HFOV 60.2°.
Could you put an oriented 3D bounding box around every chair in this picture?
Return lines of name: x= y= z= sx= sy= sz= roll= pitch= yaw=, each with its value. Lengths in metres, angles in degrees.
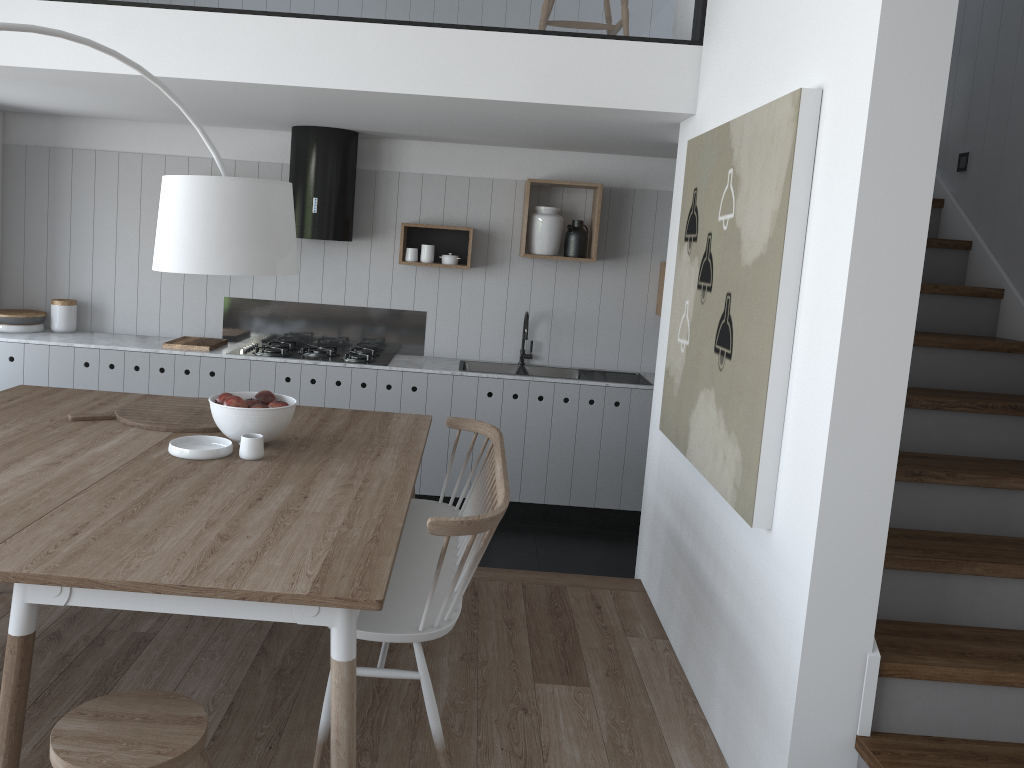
chair: x=-0.790 y=0.970 z=1.950 sx=0.426 sy=0.447 sz=0.492 roll=2 pitch=8 yaw=-15

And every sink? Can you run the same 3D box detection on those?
sink: x=0.248 y=0.006 z=5.556 sx=1.176 sy=0.165 sz=0.456 roll=4 pitch=9 yaw=0

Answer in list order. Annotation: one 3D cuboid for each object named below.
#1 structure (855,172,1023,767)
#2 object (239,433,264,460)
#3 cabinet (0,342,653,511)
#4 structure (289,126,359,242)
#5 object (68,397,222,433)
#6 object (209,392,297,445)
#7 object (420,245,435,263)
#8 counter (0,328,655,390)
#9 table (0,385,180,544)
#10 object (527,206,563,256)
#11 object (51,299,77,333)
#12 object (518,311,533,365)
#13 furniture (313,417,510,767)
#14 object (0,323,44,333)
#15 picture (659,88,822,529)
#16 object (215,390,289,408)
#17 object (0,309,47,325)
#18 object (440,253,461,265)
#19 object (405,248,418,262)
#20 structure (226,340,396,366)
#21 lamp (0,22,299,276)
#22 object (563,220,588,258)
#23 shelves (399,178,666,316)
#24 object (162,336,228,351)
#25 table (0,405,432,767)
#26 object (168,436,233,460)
structure: x=1.418 y=-0.015 z=3.388 sx=1.054 sy=2.616 sz=3.632 roll=4 pitch=8 yaw=-2
object: x=-0.893 y=0.216 z=3.032 sx=0.083 sy=0.078 sz=0.083 roll=4 pitch=8 yaw=-1
cabinet: x=-0.380 y=0.316 z=5.347 sx=6.118 sy=0.744 sz=0.010 roll=4 pitch=6 yaw=1
structure: x=-1.183 y=-1.343 z=5.535 sx=0.403 sy=0.864 sz=0.428 roll=-2 pitch=10 yaw=-44
object: x=-1.317 y=0.126 z=3.580 sx=0.610 sy=0.023 sz=0.666 roll=8 pitch=10 yaw=21
object: x=-0.947 y=0.138 z=3.223 sx=0.314 sy=0.163 sz=0.318 roll=4 pitch=9 yaw=-4
object: x=-0.535 y=-0.822 z=5.593 sx=0.086 sy=0.115 sz=0.086 roll=4 pitch=7 yaw=-1
counter: x=-0.361 y=-0.112 z=5.586 sx=6.121 sy=0.020 sz=0.583 roll=4 pitch=9 yaw=1
table: x=-1.752 y=0.574 z=3.022 sx=0.934 sy=0.745 sz=2.058 roll=4 pitch=9 yaw=-2
object: x=0.206 y=-0.970 z=5.610 sx=0.223 sy=0.300 sz=0.235 roll=0 pitch=9 yaw=-28
object: x=-2.925 y=-0.442 z=5.765 sx=0.150 sy=0.211 sz=0.159 roll=0 pitch=9 yaw=-32
object: x=0.103 y=-0.279 z=5.665 sx=0.090 sy=0.372 sz=0.292 roll=4 pitch=8 yaw=-2
furniture: x=-0.323 y=0.639 z=3.067 sx=0.543 sy=0.806 sz=1.371 roll=4 pitch=9 yaw=-2
object: x=-3.206 y=-0.374 z=5.712 sx=0.336 sy=0.055 sz=0.317 roll=11 pitch=12 yaw=37
picture: x=0.731 y=-0.298 z=3.079 sx=0.060 sy=1.212 sz=1.307 roll=4 pitch=8 yaw=-3
object: x=-0.944 y=0.118 z=3.216 sx=0.244 sy=0.166 sz=0.244 roll=-3 pitch=11 yaw=-40
object: x=-3.201 y=-0.432 z=5.706 sx=0.350 sy=0.065 sz=0.372 roll=-4 pitch=12 yaw=-41
object: x=-0.394 y=-0.797 z=5.620 sx=0.126 sy=0.073 sz=0.111 roll=1 pitch=9 yaw=-22
object: x=-0.636 y=-0.816 z=5.596 sx=0.086 sy=0.087 sz=0.081 roll=10 pitch=9 yaw=35
structure: x=-1.249 y=-0.212 z=5.598 sx=0.982 sy=0.048 sz=0.558 roll=4 pitch=9 yaw=0
lamp: x=-2.078 y=0.267 z=0.830 sx=0.893 sy=2.012 sz=5.126 roll=7 pitch=9 yaw=23
object: x=0.414 y=-0.922 z=5.621 sx=0.159 sy=0.235 sz=0.154 roll=4 pitch=7 yaw=-3
shelves: x=-0.402 y=-0.930 z=5.632 sx=3.575 sy=0.793 sz=0.302 roll=4 pitch=7 yaw=1
object: x=-2.000 y=-0.256 z=5.597 sx=0.290 sy=0.030 sz=0.403 roll=4 pitch=9 yaw=-2
table: x=-0.818 y=0.644 z=3.010 sx=0.934 sy=0.745 sz=2.058 roll=4 pitch=9 yaw=-2
object: x=-1.078 y=0.220 z=3.062 sx=0.211 sy=0.035 sz=0.220 roll=0 pitch=10 yaw=-22
